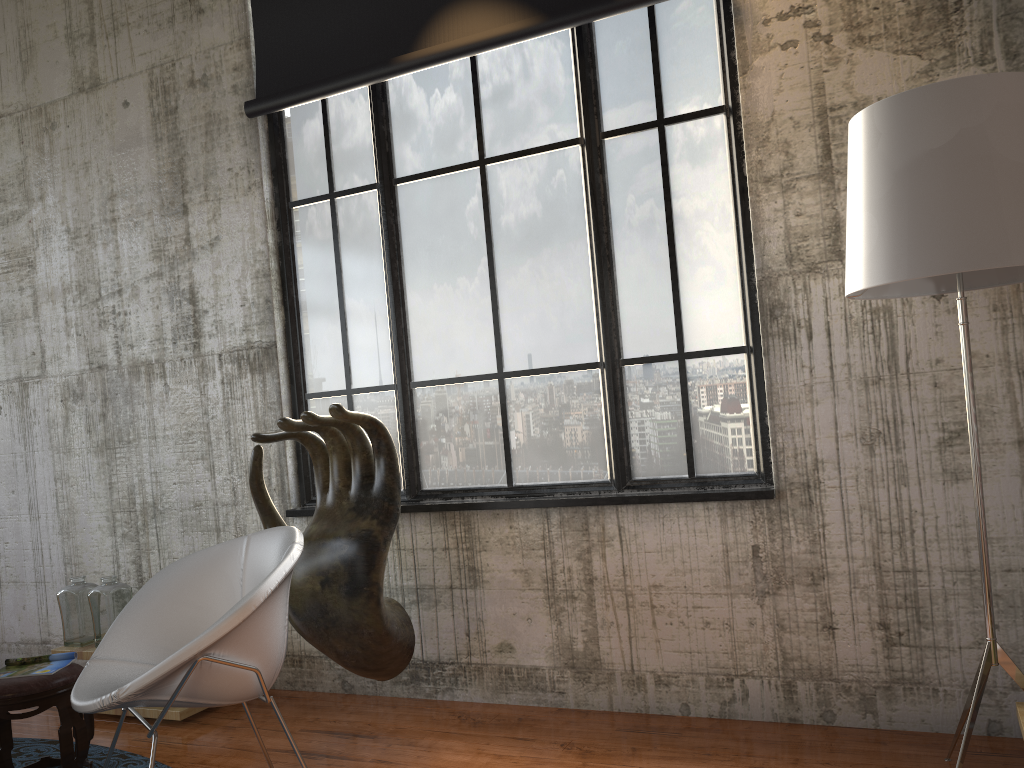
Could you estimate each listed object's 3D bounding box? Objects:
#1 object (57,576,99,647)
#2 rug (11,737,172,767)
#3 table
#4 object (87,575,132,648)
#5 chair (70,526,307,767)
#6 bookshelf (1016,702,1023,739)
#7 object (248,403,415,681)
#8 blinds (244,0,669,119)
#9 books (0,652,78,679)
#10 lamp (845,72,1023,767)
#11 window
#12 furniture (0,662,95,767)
[{"bbox_3d":[-2.307,1.212,4.742,0.163,0.361,0.163,-5,0,23],"label":"object"},{"bbox_3d":[-3.136,1.730,2.047,4.842,0.009,4.852,-4,-2,-19],"label":"rug"},{"bbox_3d":[-1.912,1.533,4.690,0.876,0.359,0.475,-6,-1,25],"label":"table"},{"bbox_3d":[-2.098,1.190,4.644,0.163,0.361,0.163,-5,0,27],"label":"object"},{"bbox_3d":[-1.105,1.069,3.127,0.805,1.030,1.059,-5,-1,-26],"label":"chair"},{"bbox_3d":[1.021,1.153,0.892,0.549,0.359,3.842,-6,-2,25],"label":"bookshelf"},{"bbox_3d":[-0.812,0.746,4.048,0.729,1.296,0.455,-5,0,37],"label":"object"},{"bbox_3d":[-0.326,-2.230,4.132,2.446,1.464,0.150,-6,0,25],"label":"blinds"},{"bbox_3d":[-2.047,1.197,3.759,0.300,0.043,0.229,-5,-2,-1],"label":"books"},{"bbox_3d":[1.481,0.230,2.838,0.706,2.243,0.695,-5,0,-43],"label":"lamp"},{"bbox_3d":[-0.151,-1.112,4.289,2.582,3.435,0.050,-5,0,25],"label":"window"},{"bbox_3d":[-2.007,1.446,3.720,0.431,0.477,0.432,-5,-1,-20],"label":"furniture"}]
